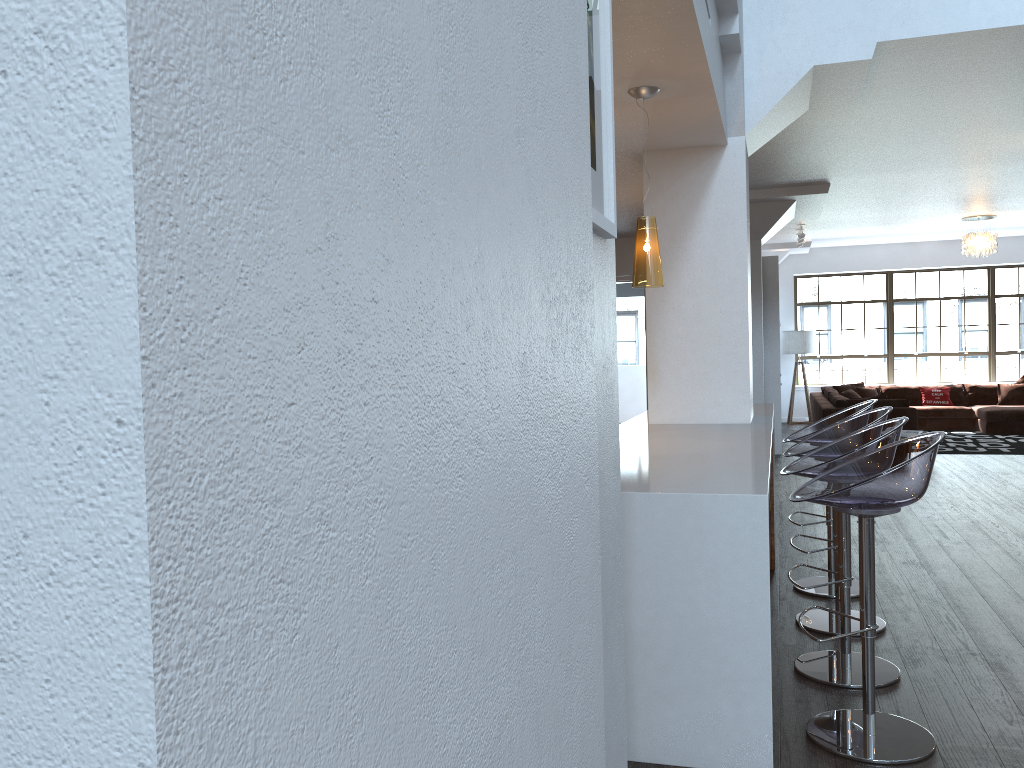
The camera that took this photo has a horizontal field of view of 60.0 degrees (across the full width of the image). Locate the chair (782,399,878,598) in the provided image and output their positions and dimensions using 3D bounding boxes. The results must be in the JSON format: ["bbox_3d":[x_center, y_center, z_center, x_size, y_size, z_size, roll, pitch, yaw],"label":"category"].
[{"bbox_3d":[1.706,0.590,4.751,0.481,1.014,0.530,-1,2,19],"label":"chair"}]

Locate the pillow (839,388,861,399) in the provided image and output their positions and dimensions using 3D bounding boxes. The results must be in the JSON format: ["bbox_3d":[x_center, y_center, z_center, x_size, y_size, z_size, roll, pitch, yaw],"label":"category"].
[{"bbox_3d":[4.811,0.264,12.494,0.325,0.391,0.625,0,2,33],"label":"pillow"}]

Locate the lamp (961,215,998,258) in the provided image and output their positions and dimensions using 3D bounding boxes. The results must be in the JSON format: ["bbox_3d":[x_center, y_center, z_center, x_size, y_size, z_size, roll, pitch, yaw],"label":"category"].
[{"bbox_3d":[6.334,-1.990,12.028,0.442,0.539,0.441,-3,2,-31],"label":"lamp"}]

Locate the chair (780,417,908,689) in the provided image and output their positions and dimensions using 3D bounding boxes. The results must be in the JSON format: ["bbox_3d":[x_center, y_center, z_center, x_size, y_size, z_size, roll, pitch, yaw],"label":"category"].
[{"bbox_3d":[1.326,0.640,3.542,0.481,1.014,0.530,-1,2,15],"label":"chair"}]

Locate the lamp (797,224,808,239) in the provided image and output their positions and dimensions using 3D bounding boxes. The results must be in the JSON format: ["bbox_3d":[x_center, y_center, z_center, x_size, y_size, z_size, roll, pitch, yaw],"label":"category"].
[{"bbox_3d":[4.008,-2.104,12.269,0.120,0.211,0.111,-3,2,-39],"label":"lamp"}]

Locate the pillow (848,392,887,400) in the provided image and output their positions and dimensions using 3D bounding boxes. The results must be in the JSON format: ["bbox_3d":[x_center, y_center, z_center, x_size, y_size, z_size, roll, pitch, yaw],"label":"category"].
[{"bbox_3d":[4.504,0.297,11.095,0.269,0.411,0.559,-3,2,-27],"label":"pillow"}]

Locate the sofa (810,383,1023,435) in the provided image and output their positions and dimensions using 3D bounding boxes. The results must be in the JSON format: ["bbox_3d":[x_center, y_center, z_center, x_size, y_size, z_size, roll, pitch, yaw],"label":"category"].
[{"bbox_3d":[6.001,0.405,12.204,3.481,0.664,4.197,-1,2,17],"label":"sofa"}]

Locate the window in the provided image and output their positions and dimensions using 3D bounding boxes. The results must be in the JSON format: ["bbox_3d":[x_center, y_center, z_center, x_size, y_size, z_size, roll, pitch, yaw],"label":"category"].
[{"bbox_3d":[7.229,-0.963,14.961,4.648,1.905,0.114,-1,2,17],"label":"window"}]

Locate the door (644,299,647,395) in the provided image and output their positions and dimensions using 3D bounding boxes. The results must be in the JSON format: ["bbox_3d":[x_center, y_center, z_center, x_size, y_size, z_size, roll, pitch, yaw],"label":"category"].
[{"bbox_3d":[1.631,-0.091,9.832,0.174,2.032,0.826,-1,2,27],"label":"door"}]

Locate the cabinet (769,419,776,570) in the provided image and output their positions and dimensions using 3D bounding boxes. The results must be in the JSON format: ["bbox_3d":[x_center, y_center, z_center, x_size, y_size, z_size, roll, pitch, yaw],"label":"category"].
[{"bbox_3d":[1.012,0.704,5.012,0.898,0.796,4.493,-1,2,17],"label":"cabinet"}]

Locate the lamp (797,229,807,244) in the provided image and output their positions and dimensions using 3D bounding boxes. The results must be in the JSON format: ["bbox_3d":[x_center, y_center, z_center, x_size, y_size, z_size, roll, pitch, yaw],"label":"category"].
[{"bbox_3d":[4.153,-2.124,12.753,0.120,0.211,0.111,-2,2,-24],"label":"lamp"}]

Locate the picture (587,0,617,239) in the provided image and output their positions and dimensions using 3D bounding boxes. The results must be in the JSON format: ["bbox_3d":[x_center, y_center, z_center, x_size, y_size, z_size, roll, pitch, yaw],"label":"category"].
[{"bbox_3d":[0.079,-0.470,1.158,0.018,0.500,0.500,-1,2,17],"label":"picture"}]

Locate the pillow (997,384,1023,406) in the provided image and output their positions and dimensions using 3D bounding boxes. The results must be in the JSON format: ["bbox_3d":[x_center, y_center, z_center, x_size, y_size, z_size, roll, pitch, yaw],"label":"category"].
[{"bbox_3d":[7.557,0.146,13.280,0.542,0.362,0.248,0,2,38],"label":"pillow"}]

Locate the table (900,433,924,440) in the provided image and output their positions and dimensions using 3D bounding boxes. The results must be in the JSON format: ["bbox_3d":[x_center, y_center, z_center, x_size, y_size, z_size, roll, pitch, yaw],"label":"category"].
[{"bbox_3d":[4.182,0.721,10.111,1.100,0.271,0.853,-1,2,17],"label":"table"}]

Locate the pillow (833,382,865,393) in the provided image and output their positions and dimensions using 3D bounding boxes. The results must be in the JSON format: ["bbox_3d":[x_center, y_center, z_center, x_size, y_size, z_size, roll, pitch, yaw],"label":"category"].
[{"bbox_3d":[5.391,0.183,14.008,0.580,0.418,0.334,-2,2,-10],"label":"pillow"}]

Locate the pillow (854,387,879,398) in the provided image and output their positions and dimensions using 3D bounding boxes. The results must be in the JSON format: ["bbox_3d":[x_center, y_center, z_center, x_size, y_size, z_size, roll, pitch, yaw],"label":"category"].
[{"bbox_3d":[5.547,0.202,13.861,0.489,0.337,0.238,-2,2,-14],"label":"pillow"}]

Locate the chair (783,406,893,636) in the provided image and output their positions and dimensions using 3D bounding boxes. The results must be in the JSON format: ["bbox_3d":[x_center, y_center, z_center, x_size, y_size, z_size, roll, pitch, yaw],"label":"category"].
[{"bbox_3d":[1.525,0.615,4.147,0.481,1.014,0.530,-1,2,15],"label":"chair"}]

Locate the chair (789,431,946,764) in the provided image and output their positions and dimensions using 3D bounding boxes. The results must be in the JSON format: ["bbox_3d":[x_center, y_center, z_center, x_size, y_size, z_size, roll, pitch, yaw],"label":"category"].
[{"bbox_3d":[1.172,0.665,2.929,0.481,1.014,0.530,-1,2,19],"label":"chair"}]

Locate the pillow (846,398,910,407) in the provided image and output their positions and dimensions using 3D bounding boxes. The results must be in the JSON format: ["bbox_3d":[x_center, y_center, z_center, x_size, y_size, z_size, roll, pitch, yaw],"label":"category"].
[{"bbox_3d":[4.466,0.348,10.831,0.750,0.364,0.289,-1,2,16],"label":"pillow"}]

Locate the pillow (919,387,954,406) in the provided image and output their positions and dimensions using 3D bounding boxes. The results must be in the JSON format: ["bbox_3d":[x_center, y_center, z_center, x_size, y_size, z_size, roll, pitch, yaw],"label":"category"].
[{"bbox_3d":[6.556,0.194,13.707,0.465,0.308,0.220,-1,2,13],"label":"pillow"}]

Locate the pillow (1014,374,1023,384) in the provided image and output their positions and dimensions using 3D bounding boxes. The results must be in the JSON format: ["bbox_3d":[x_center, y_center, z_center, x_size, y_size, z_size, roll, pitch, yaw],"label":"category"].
[{"bbox_3d":[7.799,0.053,13.376,0.651,0.587,0.335,-2,2,-4],"label":"pillow"}]

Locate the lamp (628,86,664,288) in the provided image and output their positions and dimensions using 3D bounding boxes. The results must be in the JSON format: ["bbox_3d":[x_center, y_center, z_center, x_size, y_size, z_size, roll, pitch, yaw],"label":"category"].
[{"bbox_3d":[1.721,-1.408,4.831,2.842,1.807,0.149,-3,2,-34],"label":"lamp"}]

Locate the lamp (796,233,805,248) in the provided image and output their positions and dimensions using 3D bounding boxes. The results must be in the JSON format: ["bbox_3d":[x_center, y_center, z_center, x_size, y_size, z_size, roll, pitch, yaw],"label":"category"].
[{"bbox_3d":[4.303,-2.145,13.250,0.120,0.211,0.111,-2,2,-9],"label":"lamp"}]

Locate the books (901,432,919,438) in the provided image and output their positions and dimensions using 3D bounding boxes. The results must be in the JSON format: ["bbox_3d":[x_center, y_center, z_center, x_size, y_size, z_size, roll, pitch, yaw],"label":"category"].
[{"bbox_3d":[4.350,0.568,9.916,0.231,0.040,0.342,-3,2,-33],"label":"books"}]

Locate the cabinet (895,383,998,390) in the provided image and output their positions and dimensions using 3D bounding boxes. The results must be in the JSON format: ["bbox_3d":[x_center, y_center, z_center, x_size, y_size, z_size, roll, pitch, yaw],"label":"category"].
[{"bbox_3d":[7.110,0.320,14.481,1.520,0.625,0.350,-1,2,17],"label":"cabinet"}]

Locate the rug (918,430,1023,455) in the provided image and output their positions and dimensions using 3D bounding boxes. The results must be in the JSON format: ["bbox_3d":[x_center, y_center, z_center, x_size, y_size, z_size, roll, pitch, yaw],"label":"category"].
[{"bbox_3d":[7.162,0.730,11.337,4.200,0.007,3.100,-1,2,18],"label":"rug"}]

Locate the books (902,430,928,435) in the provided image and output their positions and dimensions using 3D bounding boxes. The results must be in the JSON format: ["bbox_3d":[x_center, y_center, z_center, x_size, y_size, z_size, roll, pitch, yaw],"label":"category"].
[{"bbox_3d":[4.597,0.552,10.201,0.256,0.035,0.350,0,3,42],"label":"books"}]

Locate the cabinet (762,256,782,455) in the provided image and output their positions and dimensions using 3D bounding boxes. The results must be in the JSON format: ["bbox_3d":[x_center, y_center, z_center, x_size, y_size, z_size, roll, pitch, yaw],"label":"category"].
[{"bbox_3d":[3.677,-0.431,12.976,0.461,2.414,4.500,-1,2,17],"label":"cabinet"}]

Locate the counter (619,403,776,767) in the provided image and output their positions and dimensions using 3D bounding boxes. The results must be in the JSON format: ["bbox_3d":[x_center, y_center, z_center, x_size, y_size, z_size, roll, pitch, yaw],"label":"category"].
[{"bbox_3d":[1.421,0.729,3.193,3.039,0.860,8.182,-2,2,-13],"label":"counter"}]

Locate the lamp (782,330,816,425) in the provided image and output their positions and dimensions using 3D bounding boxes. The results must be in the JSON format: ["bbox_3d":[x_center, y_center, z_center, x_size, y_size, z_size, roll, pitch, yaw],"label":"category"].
[{"bbox_3d":[4.887,-0.115,15.060,0.545,1.579,0.545,-1,2,6],"label":"lamp"}]
